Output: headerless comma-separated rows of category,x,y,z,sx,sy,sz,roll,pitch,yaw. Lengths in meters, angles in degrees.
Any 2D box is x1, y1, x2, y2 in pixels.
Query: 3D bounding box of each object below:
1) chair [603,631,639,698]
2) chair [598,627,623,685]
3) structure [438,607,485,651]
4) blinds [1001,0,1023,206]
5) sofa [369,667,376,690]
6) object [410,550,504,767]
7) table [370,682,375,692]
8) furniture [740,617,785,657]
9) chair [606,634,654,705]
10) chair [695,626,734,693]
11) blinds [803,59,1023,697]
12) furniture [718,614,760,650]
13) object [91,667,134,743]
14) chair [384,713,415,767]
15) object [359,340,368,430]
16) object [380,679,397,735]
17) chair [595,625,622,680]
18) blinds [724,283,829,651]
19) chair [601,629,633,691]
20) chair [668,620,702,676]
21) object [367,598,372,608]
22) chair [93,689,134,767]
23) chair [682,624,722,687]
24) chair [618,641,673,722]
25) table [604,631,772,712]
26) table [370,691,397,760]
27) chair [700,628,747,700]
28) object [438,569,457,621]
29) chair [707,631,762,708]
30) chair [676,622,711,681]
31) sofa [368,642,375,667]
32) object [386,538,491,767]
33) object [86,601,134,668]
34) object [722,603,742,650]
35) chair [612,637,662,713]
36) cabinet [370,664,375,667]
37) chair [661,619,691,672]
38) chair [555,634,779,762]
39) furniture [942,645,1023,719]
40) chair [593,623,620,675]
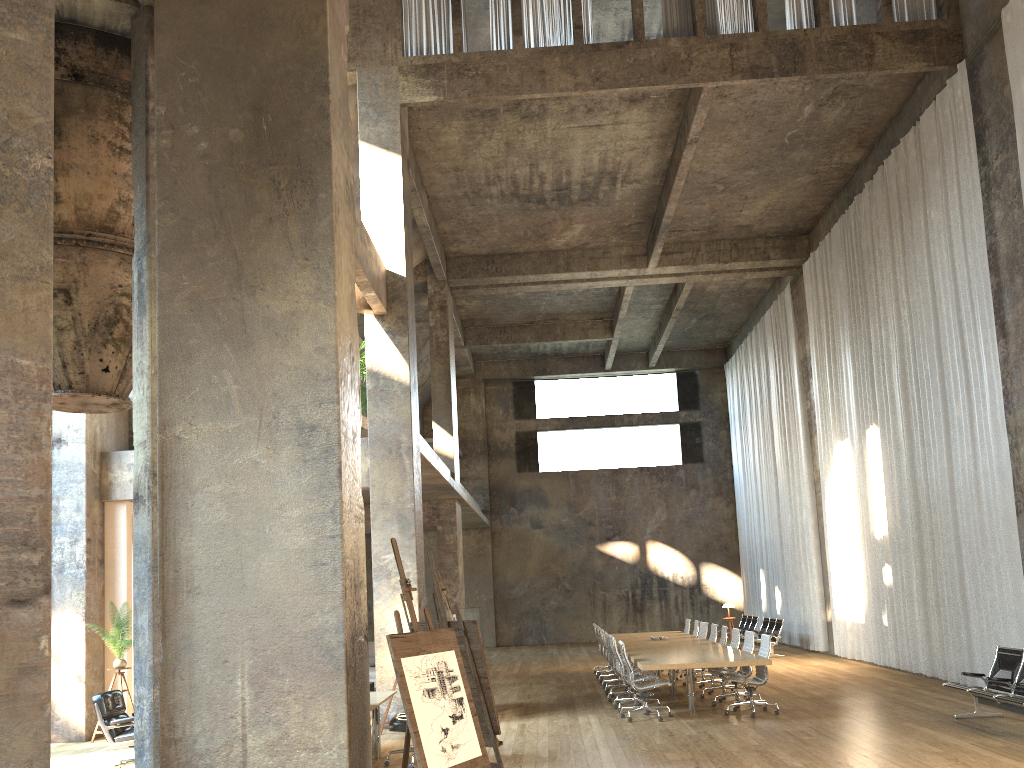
chair,1.829,4.536,14.292,0.700,1.008,0.677,-4,-8,7
chair,1.903,4.951,16.062,0.700,1.008,0.677,-4,-8,7
structure,-0.720,4.101,13.051,0.594,1.522,0.755,-3,-7,2
blinds,6.188,-1.344,6.805,0.275,8.496,7.974,-3,-9,3
sofa,-3.562,5.462,16.486,2.064,0.709,2.987,-3,-13,2
object,-0.498,2.415,7.123,0.707,2.111,0.690,-7,-8,34
table,-2.975,5.537,15.806,0.790,0.199,1.132,-3,-13,2
furniture,5.857,5.959,20.738,0.708,0.826,1.909,-3,-12,2
chair,1.785,4.318,13.364,0.699,1.008,0.677,-3,-8,1
chair,3.229,4.480,14.339,0.700,1.008,0.676,-4,-8,10
blinds,6.548,0.674,15.403,0.275,8.496,7.974,-3,-9,3
furniture,5.956,6.516,23.113,0.708,0.826,1.909,-3,-12,2
object,-5.254,4.312,11.804,0.660,0.956,0.579,3,-10,-34
chair,-0.954,3.555,9.304,0.820,0.877,0.744,-2,-9,-2
object,-2.499,0.119,13.583,1.403,1.779,1.380,-4,-9,8
object,-1.464,3.877,11.381,0.571,1.275,0.669,-3,-7,2
chair,1.939,5.165,16.975,0.699,1.008,0.677,-4,-8,5
blinds,6.908,2.697,24.029,0.275,8.496,7.977,-3,-9,1
chair,1.868,4.741,15.168,0.700,1.008,0.676,-4,-8,10
chair,3.331,5.103,16.994,0.700,1.008,0.676,-4,-8,10
object,-4.223,6.271,22.112,1.403,1.782,1.380,-4,-9,8
chair,-3.992,3.730,9.431,0.820,0.877,0.744,-2,-9,-4
chair,3.268,4.685,15.214,0.700,1.008,0.677,-4,-8,7
chair,1.757,3.914,11.651,0.700,1.008,0.677,-4,-8,7
table,2.589,4.720,14.670,1.601,0.745,7.868,-3,-13,2
table,-2.500,3.738,9.364,2.410,0.688,1.126,-3,-11,2
chair,3.194,4.270,13.444,0.700,1.008,0.677,-4,-8,7
object,-0.749,3.626,12.191,0.685,2.111,0.712,-3,-7,1
chair,3.158,4.055,12.531,0.699,1.008,0.677,-4,-8,5
chair,3.296,4.903,16.143,0.699,1.008,0.677,-3,-8,1
sofa,-3.388,6.444,20.667,2.067,0.709,1.092,-3,-11,2
object,-0.471,1.968,5.240,0.689,2.111,0.708,-6,-7,28
object,-5.361,3.385,11.896,0.687,0.923,0.876,-2,-9,-7
object,4.639,5.398,19.045,0.575,1.276,0.664,-8,-9,35
chair,1.757,4.118,12.512,0.700,1.008,0.676,-4,-8,10
cabinet,-2.664,6.130,18.736,0.396,0.362,1.593,-3,-13,2
chair,3.338,5.306,17.855,0.700,1.008,0.677,-4,-8,7
chair,0.286,4.015,11.752,12.952,1.013,32.131,-3,-13,2
furniture,5.445,3.336,9.570,0.708,0.826,1.909,-3,-12,2
chair,1.981,5.386,17.919,0.700,1.008,0.676,-4,-8,8
